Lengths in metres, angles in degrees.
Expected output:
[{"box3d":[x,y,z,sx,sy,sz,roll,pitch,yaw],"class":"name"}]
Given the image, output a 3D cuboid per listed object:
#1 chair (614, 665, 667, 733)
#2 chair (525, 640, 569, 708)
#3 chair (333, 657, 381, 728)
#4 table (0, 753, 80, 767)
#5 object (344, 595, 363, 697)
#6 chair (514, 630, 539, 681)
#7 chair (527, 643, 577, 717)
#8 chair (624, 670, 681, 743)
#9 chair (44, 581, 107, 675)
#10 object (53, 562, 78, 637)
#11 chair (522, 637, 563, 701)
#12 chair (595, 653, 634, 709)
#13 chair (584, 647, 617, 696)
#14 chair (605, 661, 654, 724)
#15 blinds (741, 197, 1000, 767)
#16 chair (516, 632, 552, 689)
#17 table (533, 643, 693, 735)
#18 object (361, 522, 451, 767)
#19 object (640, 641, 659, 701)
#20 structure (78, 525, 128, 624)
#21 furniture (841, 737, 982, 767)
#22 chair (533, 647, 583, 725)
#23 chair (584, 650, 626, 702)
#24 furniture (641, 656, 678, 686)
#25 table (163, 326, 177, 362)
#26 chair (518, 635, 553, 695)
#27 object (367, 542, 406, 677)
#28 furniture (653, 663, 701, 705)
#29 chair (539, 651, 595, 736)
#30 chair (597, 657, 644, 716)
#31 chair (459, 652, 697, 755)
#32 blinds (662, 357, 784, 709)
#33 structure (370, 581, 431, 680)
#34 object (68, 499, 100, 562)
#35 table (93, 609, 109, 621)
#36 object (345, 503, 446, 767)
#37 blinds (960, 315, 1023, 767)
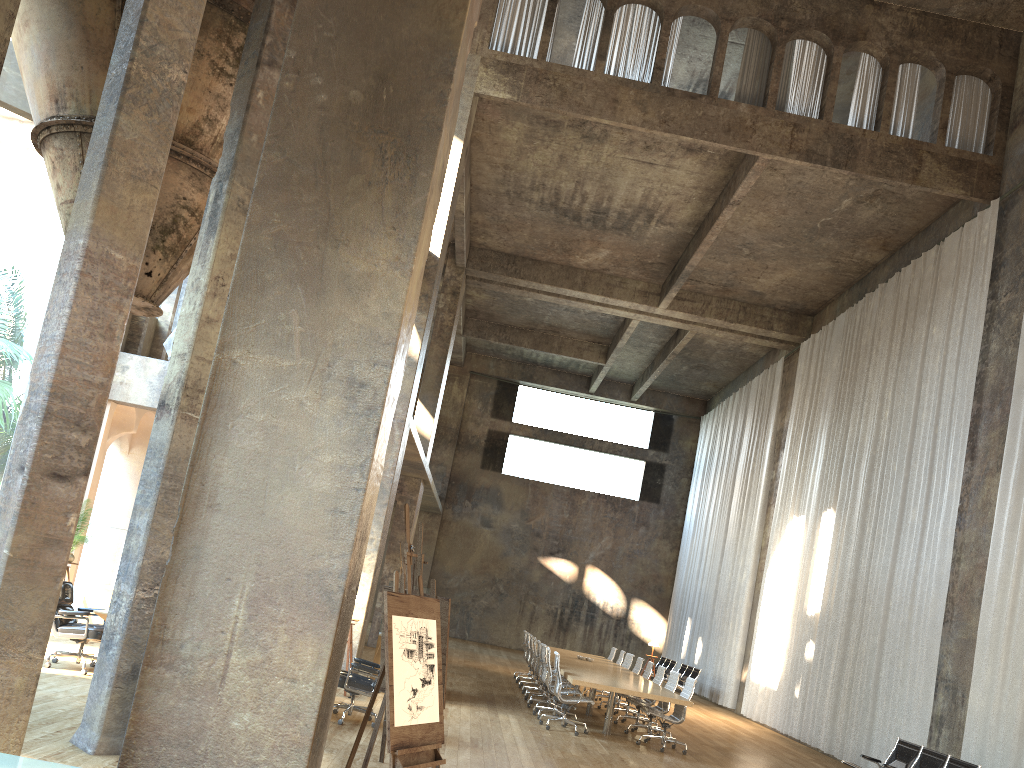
[{"box3d":[2.047,4.957,13.995,0.698,1.008,0.679,10,-8,4],"class":"chair"},{"box3d":[0.633,4.866,14.750,0.698,1.008,0.679,10,-8,4],"class":"chair"},{"box3d":[-1.659,3.235,9.594,0.823,0.877,0.742,12,-9,-5],"class":"chair"},{"box3d":[-2.739,1.685,3.363,1.872,0.537,0.959,11,-12,-1],"class":"table"},{"box3d":[-2.299,3.409,11.633,0.571,1.275,0.669,11,-8,-1],"class":"object"},{"box3d":[0.456,5.713,18.376,0.698,1.008,0.679,10,-8,5],"class":"chair"},{"box3d":[0.673,4.648,13.823,0.699,1.008,0.677,11,-8,-1],"class":"chair"},{"box3d":[2.093,4.744,13.082,0.698,1.008,0.678,11,-8,2],"class":"chair"},{"box3d":[-4.645,2.637,9.520,0.823,0.877,0.741,12,-9,-7],"class":"chair"},{"box3d":[-6.086,2.871,11.804,0.671,0.956,0.570,17,-10,-36],"class":"object"},{"box3d":[0.593,5.071,15.626,0.697,1.008,0.679,10,-8,7],"class":"chair"},{"box3d":[1.903,5.585,16.692,0.699,1.008,0.677,11,-8,-1],"class":"chair"},{"box3d":[1.790,5.978,18.402,0.698,1.008,0.679,10,-8,4],"class":"chair"},{"box3d":[2.000,5.165,14.889,0.697,1.008,0.679,10,-8,7],"class":"chair"},{"box3d":[6.104,2.312,16.199,0.275,8.493,7.979,11,-10,1],"class":"blinds"},{"box3d":[0.500,5.492,17.433,0.698,1.008,0.678,11,-8,2],"class":"chair"},{"box3d":[1.311,5.235,15.176,1.601,0.745,7.867,11,-13,0],"class":"table"},{"box3d":[-0.870,2.255,7.454,0.697,2.110,0.700,7,-8,31],"class":"object"},{"box3d":[2.988,6.391,19.675,0.567,1.275,0.674,7,-9,32],"class":"object"},{"box3d":[-5.491,2.819,12.322,0.595,1.521,0.755,11,-8,-1],"class":"structure"},{"box3d":[4.578,4.638,10.280,0.708,0.826,1.908,11,-12,0],"class":"furniture"},{"box3d":[0.723,4.451,12.971,0.697,1.008,0.679,10,-8,7],"class":"chair"},{"box3d":[1.861,5.784,17.543,0.697,1.008,0.679,10,-8,7],"class":"chair"},{"box3d":[3.859,7.789,23.816,0.708,0.826,1.908,11,-12,0],"class":"furniture"},{"box3d":[-4.469,-0.383,13.771,1.750,0.788,1.137,11,-11,-1],"class":"table"},{"box3d":[0.546,5.279,16.520,0.698,1.008,0.679,10,-8,4],"class":"chair"},{"box3d":[-1.572,3.343,12.490,0.685,2.110,0.712,11,-7,-2],"class":"object"},{"box3d":[3.975,7.234,21.441,0.708,0.826,1.908,11,-12,0],"class":"furniture"},{"box3d":[0.800,4.257,12.113,0.698,1.008,0.679,10,-8,4],"class":"chair"},{"box3d":[1.960,5.370,15.765,0.698,1.008,0.679,10,-8,4],"class":"chair"},{"box3d":[-0.650,3.983,12.116,12.956,1.013,32.126,11,-13,0],"class":"chair"},{"box3d":[5.681,4.326,24.823,0.275,8.493,7.971,11,-10,-1],"class":"blinds"},{"box3d":[-1.687,3.807,13.348,0.595,1.521,0.755,11,-8,-1],"class":"structure"},{"box3d":[-5.966,1.946,11.896,0.691,0.923,0.871,13,-10,-10],"class":"object"},{"box3d":[-3.202,3.021,9.551,2.411,0.688,1.126,11,-11,-1],"class":"table"},{"box3d":[-0.674,1.837,5.578,0.680,2.110,0.718,8,-8,25],"class":"object"},{"box3d":[6.526,0.304,7.603,0.275,8.493,7.979,11,-10,1],"class":"blinds"}]
